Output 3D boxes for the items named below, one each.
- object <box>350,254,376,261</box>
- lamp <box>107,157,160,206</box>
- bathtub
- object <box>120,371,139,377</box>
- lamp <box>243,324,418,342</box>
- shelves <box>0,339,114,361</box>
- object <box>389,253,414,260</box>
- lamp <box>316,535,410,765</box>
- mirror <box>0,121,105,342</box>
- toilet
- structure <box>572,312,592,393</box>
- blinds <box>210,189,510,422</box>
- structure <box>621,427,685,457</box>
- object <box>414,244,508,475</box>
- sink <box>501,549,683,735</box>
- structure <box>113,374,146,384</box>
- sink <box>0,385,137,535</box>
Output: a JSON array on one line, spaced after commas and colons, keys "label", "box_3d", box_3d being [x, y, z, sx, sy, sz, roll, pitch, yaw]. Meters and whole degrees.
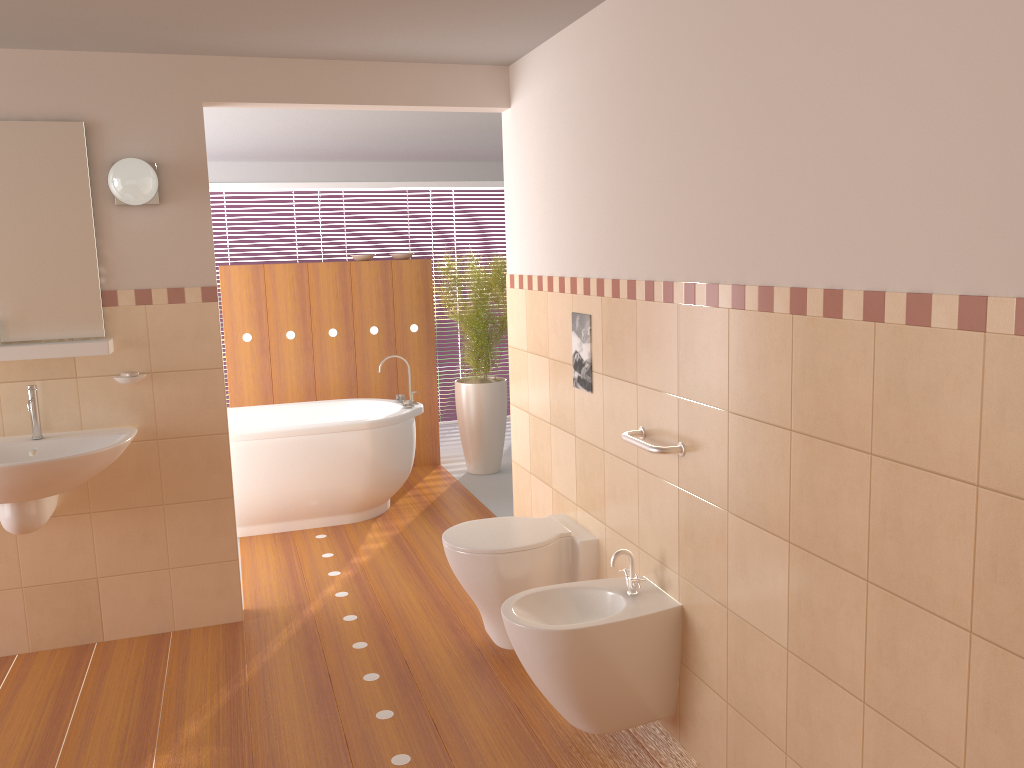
[{"label": "object", "box_3d": [-1.030, -0.871, 6.137, 0.173, 0.046, 0.173, -4, 9, -17]}, {"label": "lamp", "box_3d": [-1.397, -0.746, 3.275, 0.173, 0.173, 0.209, -4, 9, -17]}, {"label": "bathtub", "box_3d": [-1.431, 0.331, 5.164, 1.874, 0.900, 0.888, -4, 9, -17]}, {"label": "object", "box_3d": [-1.471, -0.037, 3.410, 0.075, 0.023, 0.050, 5, 11, 37]}, {"label": "lamp", "box_3d": [-1.212, -0.347, 6.008, 1.169, 0.052, 0.001, -4, 9, -17]}, {"label": "shelves", "box_3d": [-1.780, -0.122, 3.274, 0.554, 0.050, 0.138, -4, 9, -17]}, {"label": "object", "box_3d": [-0.771, -0.891, 6.218, 0.173, 0.046, 0.173, -4, 9, -17]}, {"label": "lamp", "box_3d": [-2.081, 1.127, 2.997, 3.173, 0.001, 2.893, -4, 9, -17]}, {"label": "mirror", "box_3d": [-1.809, -0.556, 3.259, 0.502, 0.799, 0.008, -4, 9, -17]}, {"label": "toilet", "box_3d": [0.013, 0.737, 3.300, 0.534, 0.400, 0.375, -4, 9, -17]}, {"label": "structure", "box_3d": [0.251, -0.115, 3.198, 0.005, 0.279, 0.170, -4, 9, -17]}, {"label": "blinds", "box_3d": [-2.015, -0.560, 7.320, 4.712, 2.022, 0.032, -4, 9, -17]}, {"label": "structure", "box_3d": [0.408, 0.174, 2.649, 0.091, 0.042, 0.295, -4, 9, -17]}, {"label": "object", "box_3d": [-0.120, -0.166, 5.999, 0.683, 1.557, 1.335, 0, 9, 15]}, {"label": "sink", "box_3d": [0.223, 0.765, 2.670, 0.515, 0.517, 0.335, -4, 9, -17]}, {"label": "structure", "box_3d": [-1.471, -0.015, 3.412, 0.117, 0.029, 0.092, -4, 9, -17]}, {"label": "sink", "box_3d": [-1.707, 0.282, 3.142, 0.683, 0.516, 0.539, -4, 9, -17]}]
